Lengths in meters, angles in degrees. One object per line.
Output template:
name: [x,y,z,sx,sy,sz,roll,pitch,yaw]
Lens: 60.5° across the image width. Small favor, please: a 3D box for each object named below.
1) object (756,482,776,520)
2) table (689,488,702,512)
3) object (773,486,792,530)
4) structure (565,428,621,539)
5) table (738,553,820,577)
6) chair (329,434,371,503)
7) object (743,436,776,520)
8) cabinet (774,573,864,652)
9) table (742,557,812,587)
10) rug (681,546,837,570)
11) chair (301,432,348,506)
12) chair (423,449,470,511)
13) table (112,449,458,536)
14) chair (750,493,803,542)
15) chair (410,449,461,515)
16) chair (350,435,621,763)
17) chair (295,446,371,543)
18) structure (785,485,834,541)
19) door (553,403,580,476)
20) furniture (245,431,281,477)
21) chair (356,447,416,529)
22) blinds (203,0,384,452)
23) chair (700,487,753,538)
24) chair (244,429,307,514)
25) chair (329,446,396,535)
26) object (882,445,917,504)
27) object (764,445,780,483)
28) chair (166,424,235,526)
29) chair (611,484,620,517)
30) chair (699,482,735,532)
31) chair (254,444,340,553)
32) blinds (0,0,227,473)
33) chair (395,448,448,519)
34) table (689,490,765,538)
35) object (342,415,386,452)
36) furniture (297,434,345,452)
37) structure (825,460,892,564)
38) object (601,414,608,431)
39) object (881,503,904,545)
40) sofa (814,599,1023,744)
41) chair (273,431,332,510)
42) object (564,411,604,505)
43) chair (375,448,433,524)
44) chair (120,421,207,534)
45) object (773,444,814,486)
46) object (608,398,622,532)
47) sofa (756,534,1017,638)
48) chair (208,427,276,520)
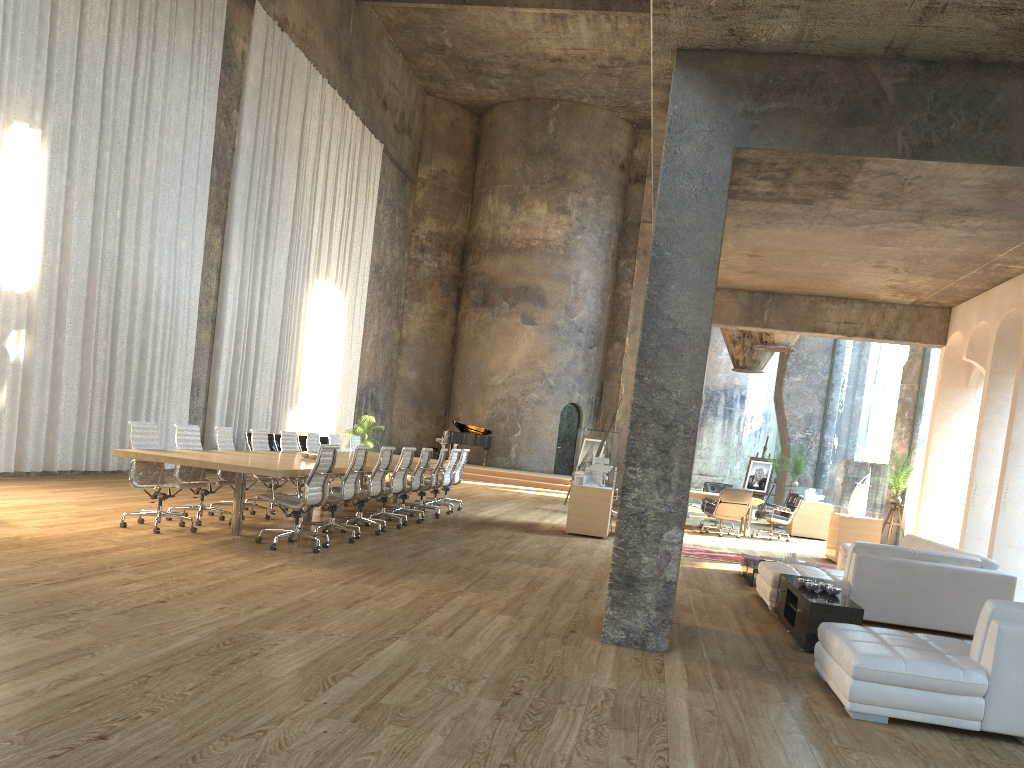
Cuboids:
object: [6.323,2.863,21.138,0.658,0.979,0.568,7,2,3]
table: [4.170,2.911,22.558,1.866,0.549,0.940,6,-2,9]
object: [6.001,2.669,18.647,0.662,0.978,0.565,5,3,-45]
structure: [1.205,1.458,12.936,0.593,1.557,0.740,7,3,9]
table: [3.111,2.172,10.272,0.857,0.248,0.370,6,-1,9]
chair: [-2.581,1.337,13.891,0.696,1.032,0.664,7,2,13]
object: [6.278,2.364,22.280,0.694,2.161,0.686,9,4,38]
cabinet: [2.403,1.822,7.029,0.395,0.371,1.561,7,-3,10]
table: [3.050,2.164,9.910,0.788,0.203,1.110,6,-3,9]
rug: [3.384,2.435,12.128,2.456,0.009,1.346,6,-4,9]
chair: [-2.725,1.263,12.985,0.696,1.032,0.664,7,2,15]
chair: [-1.094,1.556,14.607,0.696,1.032,0.664,7,2,15]
table: [-2.283,1.366,11.690,1.597,0.762,7.712,6,-3,10]
chair: [4.836,2.416,16.157,0.820,0.898,0.727,7,1,3]
chair: [-1.196,1.490,13.749,0.695,1.032,0.665,7,2,18]
chair: [0.345,1.715,14.337,12.917,1.037,31.494,6,-4,9]
chair: [-1.905,1.130,9.323,0.696,1.032,0.664,7,2,13]
structure: [5.982,2.581,17.629,0.733,1.021,0.742,7,1,9]
door: [1.712,1.731,27.763,0.907,2.311,0.090,5,4,-33]
furniture: [-4.494,1.404,17.101,0.706,0.845,1.871,7,-2,10]
chair: [-1.620,1.276,11.116,0.695,1.032,0.665,7,2,18]
blinds: [-4.577,-2.422,20.076,0.274,8.696,7.817,7,1,11]
chair: [3.765,2.257,15.627,0.732,0.898,0.814,6,1,-17]
chair: [-3.007,1.120,11.230,0.696,1.032,0.664,7,2,15]
chair: [-1.761,1.204,10.228,0.696,1.032,0.664,7,2,15]
object: [5.976,1.392,13.577,0.688,0.945,0.856,7,1,0]
object: [6.382,1.911,21.104,0.682,0.945,0.862,8,1,30]
chair: [-3.280,0.978,9.464,0.695,1.032,0.665,7,2,18]
chair: [1.854,2.096,16.632,0.819,0.898,0.728,7,1,5]
chair: [3.999,2.374,17.058,0.727,0.898,0.820,7,1,10]
chair: [-2.057,1.054,8.388,0.696,1.032,0.665,7,2,15]
blinds: [-5.950,-3.117,11.550,0.274,8.696,7.817,7,1,11]
chair: [-1.324,1.423,12.903,0.697,1.032,0.663,7,2,9]
table: [3.365,2.353,16.392,2.404,0.704,1.104,6,-1,9]
object: [-3.870,1.538,22.968,1.092,1.466,1.124,7,1,0]
furniture: [-4.115,1.596,19.456,0.706,0.845,1.871,7,-2,10]
structure: [5.198,1.947,13.247,0.593,1.557,0.740,7,3,9]
object: [1.908,1.756,20.757,0.678,2.161,0.703,9,4,35]
object: [5.804,2.333,13.648,0.662,0.979,0.564,6,2,-27]
sofa: [2.903,1.577,5.028,2.062,0.725,1.070,6,-1,9]
chair: [-2.865,1.191,12.098,0.695,1.032,0.665,7,2,18]
object: [1.711,1.615,18.878,0.694,2.161,0.687,10,4,41]
chair: [-1.478,1.347,11.984,0.696,1.032,0.664,7,2,15]
chair: [-3.389,0.911,8.607,0.696,1.032,0.664,7,2,15]
object: [5.972,1.711,18.681,0.856,0.946,0.687,7,1,12]
object: [1.358,1.256,13.800,0.683,2.161,0.698,7,3,8]
sofa: [3.570,1.914,9.174,2.059,0.725,2.927,6,-3,9]
chair: [-3.144,1.046,10.308,0.697,1.032,0.663,7,2,9]
